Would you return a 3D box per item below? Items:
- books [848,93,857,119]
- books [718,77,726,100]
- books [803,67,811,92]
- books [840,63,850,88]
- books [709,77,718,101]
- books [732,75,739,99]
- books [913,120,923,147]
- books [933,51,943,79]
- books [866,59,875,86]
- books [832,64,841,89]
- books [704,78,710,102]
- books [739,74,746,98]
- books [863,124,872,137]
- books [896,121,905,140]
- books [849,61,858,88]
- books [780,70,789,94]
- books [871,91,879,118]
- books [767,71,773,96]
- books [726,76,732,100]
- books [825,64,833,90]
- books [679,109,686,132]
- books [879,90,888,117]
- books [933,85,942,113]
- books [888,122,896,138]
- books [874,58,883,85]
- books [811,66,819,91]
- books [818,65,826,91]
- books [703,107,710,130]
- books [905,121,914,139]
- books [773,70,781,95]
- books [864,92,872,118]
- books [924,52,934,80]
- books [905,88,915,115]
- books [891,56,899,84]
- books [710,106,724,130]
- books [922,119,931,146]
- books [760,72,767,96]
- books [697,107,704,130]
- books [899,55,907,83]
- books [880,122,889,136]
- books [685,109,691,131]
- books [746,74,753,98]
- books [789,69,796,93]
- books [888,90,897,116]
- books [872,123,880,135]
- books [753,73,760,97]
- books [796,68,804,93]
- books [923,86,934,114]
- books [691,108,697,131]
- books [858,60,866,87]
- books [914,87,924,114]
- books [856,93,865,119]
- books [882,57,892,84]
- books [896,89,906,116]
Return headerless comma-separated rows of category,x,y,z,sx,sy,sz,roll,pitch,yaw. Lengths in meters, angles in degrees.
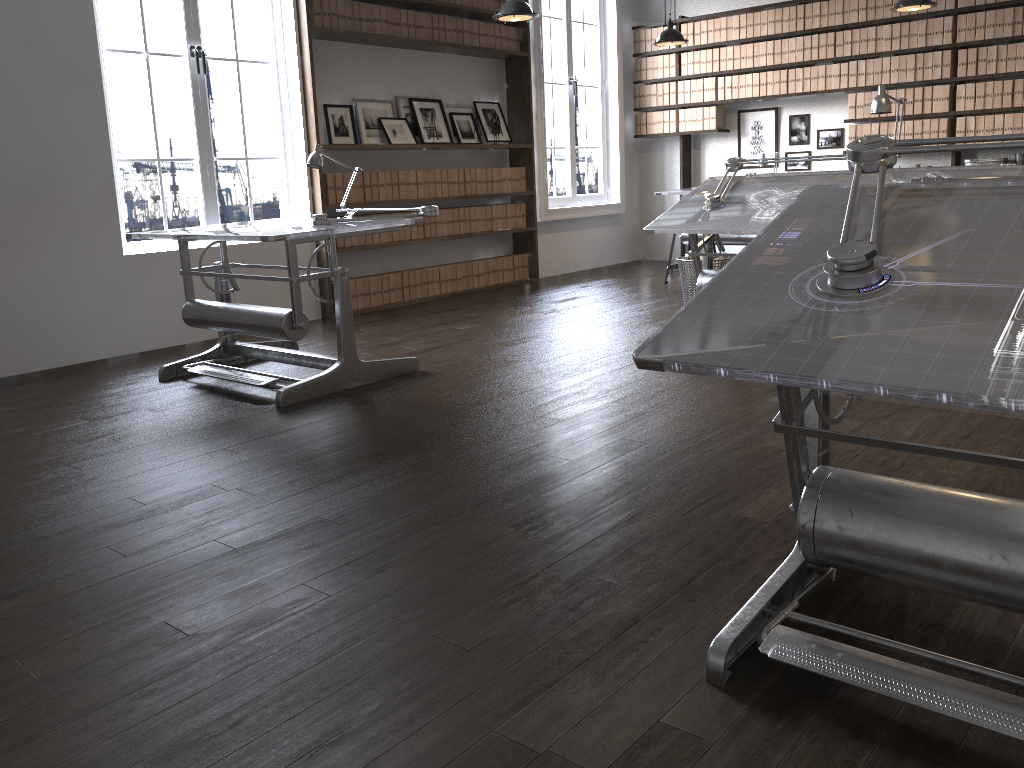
books,3.081,-2.486,7.946,0.067,0.224,0.176,6,14,39
books,2.095,-2.896,8.709,0.067,0.223,0.176,6,14,39
books,2.754,-2.798,8.166,0.067,0.223,0.175,6,14,39
books,3.012,-2.758,7.946,0.067,0.224,0.176,6,14,39
books,2.024,-2.913,8.762,0.067,0.224,0.176,6,14,39
books,2.213,-2.879,8.614,0.067,0.223,0.176,6,14,39
books,3.524,-2.158,7.634,0.067,0.224,0.176,6,14,39
books,3.604,-2.676,7.454,0.067,0.223,0.175,6,14,39
books,3.184,-2.741,7.809,0.067,0.223,0.175,6,14,39
books,2.957,-2.767,7.993,0.067,0.223,0.176,6,14,39
books,1.978,-2.921,8.806,0.067,0.223,0.176,6,14,39
books,2.268,-2.872,8.571,0.067,0.223,0.175,6,14,39
books,3.199,-2.207,7.909,0.067,0.223,0.176,6,14,39
books,3.415,-2.175,7.729,0.067,0.223,0.175,6,14,39
books,3.070,-2.756,7.894,0.067,0.223,0.176,6,14,39
books,2.584,-2.822,8.301,0.067,0.224,0.176,6,14,39
books,3.235,-2.463,7.817,0.067,0.224,0.176,6,14,39
books,2.479,-2.839,8.392,0.067,0.223,0.176,6,14,39
books,2.157,-2.887,8.656,0.067,0.224,0.176,6,14,39
books,2.910,-2.774,8.035,0.067,0.223,0.176,6,14,39
books,1.774,-2.683,9.031,0.067,0.224,0.176,6,14,39
books,3.291,-2.456,7.778,0.067,0.223,0.176,6,14,39
books,3.625,-2.406,7.498,0.067,0.223,0.176,6,14,39
books,3.364,-2.184,7.776,0.067,0.223,0.175,6,14,39
books,3.236,-2.732,7.763,0.067,0.223,0.176,6,14,39
books,2.808,-2.790,8.121,0.067,0.223,0.176,6,14,39
books,2.856,-2.781,8.074,0.067,0.224,0.176,6,14,39
books,1.987,-2.653,8.862,0.067,0.223,0.175,6,14,39
books,3.469,-2.166,7.680,0.067,0.223,0.176,6,14,39
books,2.531,-2.832,8.352,0.067,0.223,0.176,6,14,39
books,3.187,-2.472,7.863,0.067,0.223,0.176,6,14,39
books,3.552,-2.685,7.502,0.067,0.223,0.175,6,14,39
books,3.454,-2.432,7.643,0.067,0.223,0.176,6,14,39
books,3.345,-2.715,7.670,0.067,0.223,0.176,6,14,39
books,2.039,-2.644,8.816,0.067,0.223,0.176,6,14,39
books,3.575,-2.151,7.597,0.067,0.223,0.176,6,14,39
books,2.428,-2.845,8.429,0.067,0.224,0.176,6,14,39
books,1.929,-2.659,8.902,0.067,0.224,0.176,6,14,39
books,3.394,-2.709,7.631,0.067,0.223,0.176,6,14,39
books,3.310,-2.191,7.819,0.067,0.223,0.176,6,14,39
books,1.831,-2.675,8.986,0.067,0.223,0.176,6,14,39
books,2.319,-2.863,8.523,0.067,0.223,0.175,6,14,39
books,2.645,-2.815,8.257,0.067,0.223,0.176,6,14,39
books,3.345,-2.448,7.733,0.067,0.223,0.175,6,14,39
books,3.253,-2.199,7.861,0.067,0.224,0.176,6,14,39
books,2.372,-2.854,8.475,0.067,0.223,0.176,6,14,39
books,2.697,-2.806,8.208,0.067,0.223,0.175,6,14,39
books,3.569,-2.415,7.548,0.067,0.223,0.176,6,14,39
books,1.880,-2.668,8.948,0.067,0.223,0.176,6,14,39
books,3.128,-2.748,7.850,0.067,0.223,0.175,6,14,39
books,3.508,-2.422,7.591,0.067,0.224,0.176,6,14,39
books,3.138,-2.478,7.901,0.067,0.223,0.176,6,14,39
books,3.288,-2.723,7.715,0.067,0.224,0.176,6,14,39
books,3.397,-2.439,7.685,0.067,0.223,0.175,6,14,39
